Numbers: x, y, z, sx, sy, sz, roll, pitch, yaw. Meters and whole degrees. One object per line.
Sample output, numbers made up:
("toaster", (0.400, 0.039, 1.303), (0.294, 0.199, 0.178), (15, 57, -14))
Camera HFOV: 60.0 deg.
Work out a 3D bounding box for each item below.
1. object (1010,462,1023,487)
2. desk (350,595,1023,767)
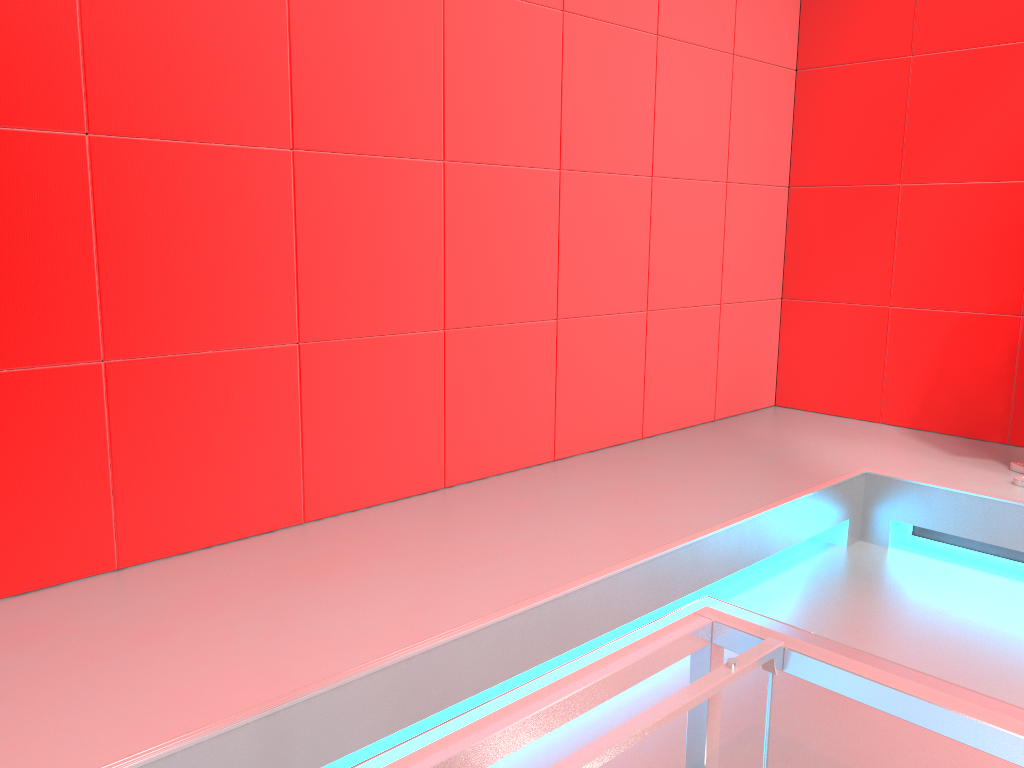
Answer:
("object", (1.797, -0.199, 2.856), (0.231, 1.058, 0.265), (6, 11, 26))
("desk", (0.518, 0.688, 0.256), (0.594, 0.690, 1.617), (-9, 14, -43))
